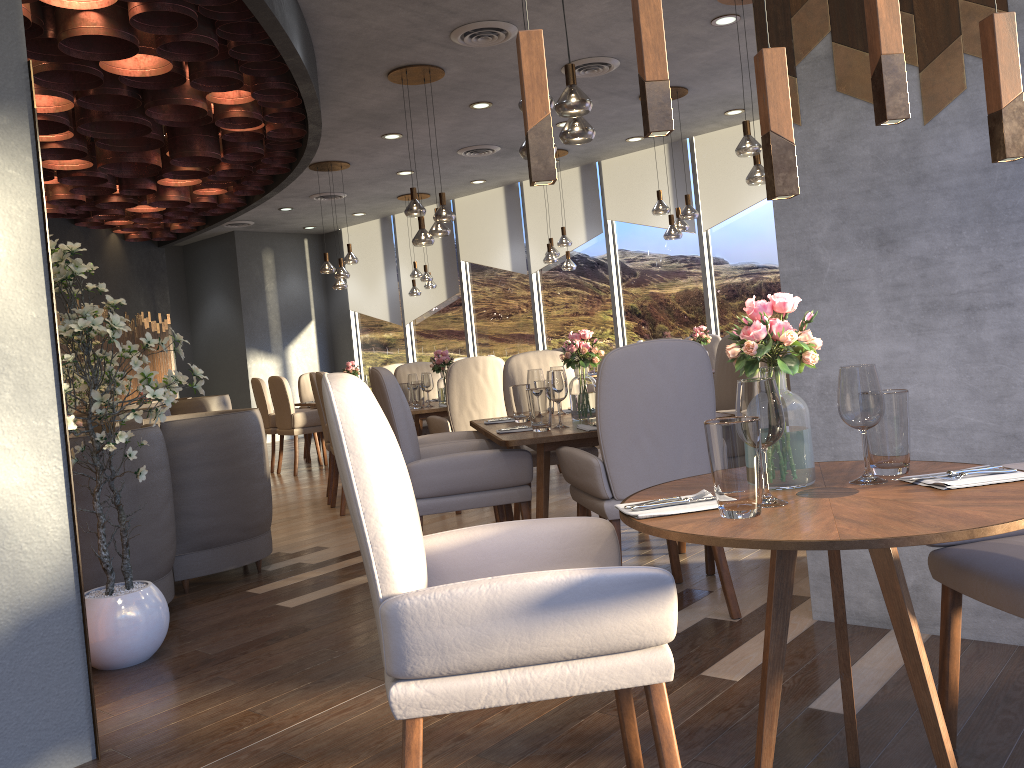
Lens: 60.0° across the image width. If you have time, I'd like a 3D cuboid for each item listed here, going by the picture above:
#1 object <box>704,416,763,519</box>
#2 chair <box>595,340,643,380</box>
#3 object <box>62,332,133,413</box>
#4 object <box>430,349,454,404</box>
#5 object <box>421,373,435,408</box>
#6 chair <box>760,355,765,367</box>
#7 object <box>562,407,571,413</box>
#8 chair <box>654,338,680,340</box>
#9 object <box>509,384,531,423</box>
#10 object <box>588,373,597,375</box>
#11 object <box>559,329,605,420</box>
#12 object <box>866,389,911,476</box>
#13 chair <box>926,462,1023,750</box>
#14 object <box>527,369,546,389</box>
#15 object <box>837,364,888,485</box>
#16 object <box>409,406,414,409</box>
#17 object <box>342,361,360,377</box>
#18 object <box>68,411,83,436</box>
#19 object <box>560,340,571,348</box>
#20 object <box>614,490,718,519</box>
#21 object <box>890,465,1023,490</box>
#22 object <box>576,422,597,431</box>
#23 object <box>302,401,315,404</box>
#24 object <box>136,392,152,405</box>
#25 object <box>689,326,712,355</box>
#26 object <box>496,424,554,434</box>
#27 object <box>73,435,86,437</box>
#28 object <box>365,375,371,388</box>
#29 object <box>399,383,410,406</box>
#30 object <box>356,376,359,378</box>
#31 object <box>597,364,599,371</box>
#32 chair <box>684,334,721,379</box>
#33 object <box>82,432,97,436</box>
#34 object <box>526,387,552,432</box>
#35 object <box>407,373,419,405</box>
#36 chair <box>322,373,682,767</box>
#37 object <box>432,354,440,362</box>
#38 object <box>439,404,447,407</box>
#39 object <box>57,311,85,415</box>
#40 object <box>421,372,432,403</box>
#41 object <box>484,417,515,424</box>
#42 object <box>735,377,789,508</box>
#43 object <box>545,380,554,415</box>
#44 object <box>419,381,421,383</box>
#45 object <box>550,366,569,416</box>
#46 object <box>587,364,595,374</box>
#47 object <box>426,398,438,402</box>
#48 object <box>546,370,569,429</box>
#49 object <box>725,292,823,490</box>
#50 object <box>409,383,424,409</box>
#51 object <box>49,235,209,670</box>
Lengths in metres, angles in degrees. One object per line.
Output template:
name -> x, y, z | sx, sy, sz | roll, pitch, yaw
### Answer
object -> 0.414, 0.154, 1.637 | 0.102, 0.178, 0.102 | -5, 1, 25
chair -> 1.211, 0.032, 9.938 | 0.599, 1.000, 0.528 | -5, 1, 7
object -> -3.985, 0.284, 8.329 | 0.746, 1.616, 0.789 | -5, 1, 17
object -> -0.518, -0.060, 6.800 | 0.210, 0.416, 0.198 | -6, 1, -2
object -> -0.608, 0.046, 6.405 | 0.092, 0.244, 0.092 | -5, 0, 27
chair -> 1.596, 0.165, 5.197 | 0.528, 1.000, 0.600 | -5, 1, 18
object -> 0.330, 0.132, 4.605 | 0.157, 0.019, 0.255 | -6, 2, -4
chair -> 1.383, 0.103, 7.495 | 0.527, 1.000, 0.600 | -5, 1, 22
object -> 0.044, 0.094, 4.225 | 0.102, 0.178, 0.102 | -5, 1, 31
object -> 0.933, -0.116, 9.977 | 0.255, 0.019, 0.157 | -5, 2, 9
object -> 0.325, -0.044, 4.078 | 0.210, 0.416, 0.198 | -5, 1, 18
object -> 0.812, 0.105, 1.921 | 0.102, 0.178, 0.102 | -6, 1, -1
chair -> 1.252, 0.319, 1.863 | 0.600, 1.000, 0.528 | -6, 1, -7
object -> 0.121, 0.050, 4.298 | 0.092, 0.244, 0.092 | -5, 1, 37
object -> 0.731, 0.083, 1.846 | 0.092, 0.244, 0.092 | -6, 0, -27
object -> -0.753, 0.171, 6.460 | 0.255, 0.019, 0.157 | -6, 2, -15
object -> -1.726, -0.042, 9.570 | 0.210, 0.416, 0.197 | -6, 1, -37
object -> -2.185, 0.294, 4.277 | 0.210, 0.416, 0.198 | -5, 1, 18
object -> 0.642, -0.289, 10.024 | 0.197, 0.416, 0.210 | -5, 1, 38
object -> 0.344, 0.236, 1.784 | 0.255, 0.019, 0.157 | -6, 2, -11
object -> 0.888, 0.183, 1.770 | 0.255, 0.019, 0.157 | -6, 2, -7
object -> 0.353, 0.166, 3.598 | 0.157, 0.019, 0.255 | -6, 2, -9
object -> -2.153, 0.191, 9.669 | 0.255, 0.019, 0.157 | -7, 2, -32
object -> -4.097, 0.277, 9.901 | 0.198, 0.416, 0.210 | -6, 1, -27
object -> 1.698, -0.317, 7.965 | 0.210, 0.416, 0.198 | -5, 1, 13
object -> 0.059, 0.187, 3.809 | 0.255, 0.019, 0.157 | -6, 2, -6
object -> -2.041, 0.368, 4.215 | 0.092, 0.244, 0.092 | -5, 0, 18
object -> -1.495, 0.028, 9.299 | 0.092, 0.244, 0.092 | -6, 1, -33
object -> -0.836, 0.084, 6.869 | 0.102, 0.178, 0.102 | -6, 1, 1
object -> -1.750, 0.028, 9.967 | 0.092, 0.244, 0.092 | -5, 0, 31
object -> 0.479, 0.010, 4.460 | 0.092, 0.244, 0.092 | -5, 1, 41
chair -> 1.834, 0.021, 8.564 | 0.527, 1.000, 0.600 | -5, 1, 21
object -> -2.095, 0.366, 4.421 | 0.092, 0.244, 0.092 | -5, 0, 14
object -> 0.116, 0.107, 3.655 | 0.102, 0.178, 0.102 | -5, 1, 21
object -> -0.772, 0.042, 6.955 | 0.092, 0.244, 0.092 | -5, 1, 33
chair -> -0.022, 0.447, 1.743 | 0.600, 1.000, 0.528 | -6, 1, -6
object -> -0.986, -0.198, 11.904 | 0.198, 0.416, 0.210 | -6, 1, -27
object -> -0.429, 0.145, 6.300 | 0.157, 0.019, 0.255 | -6, 2, -19
object -> -3.066, 0.293, 5.592 | 0.789, 1.616, 0.746 | -6, 1, -23
object -> -0.684, 0.027, 7.134 | 0.092, 0.244, 0.092 | -6, 1, -34
object -> -0.013, 0.174, 4.378 | 0.255, 0.019, 0.157 | -6, 2, -6
object -> 0.484, 0.111, 1.717 | 0.092, 0.244, 0.092 | -5, 0, 31
object -> 0.169, 0.070, 4.543 | 0.102, 0.178, 0.102 | -5, 1, 22
object -> -0.765, 0.065, 7.203 | 0.102, 0.178, 0.102 | -6, 1, -8
object -> 0.238, 0.033, 4.460 | 0.092, 0.244, 0.092 | -5, 1, 43
object -> 0.901, -0.199, 10.141 | 0.102, 0.178, 0.102 | -5, 1, 35
object -> -0.616, 0.127, 7.290 | 0.157, 0.019, 0.255 | -6, 2, -14
object -> 0.193, 0.064, 3.729 | 0.092, 0.244, 0.092 | -5, 1, 37
object -> 0.566, 0.011, 1.898 | 0.210, 0.416, 0.198 | -5, 1, 18
object -> -0.672, 0.088, 6.319 | 0.102, 0.178, 0.102 | -5, 1, 41
object -> -1.505, 0.226, 3.236 | 0.747, 1.616, 0.787 | -6, 1, -43
